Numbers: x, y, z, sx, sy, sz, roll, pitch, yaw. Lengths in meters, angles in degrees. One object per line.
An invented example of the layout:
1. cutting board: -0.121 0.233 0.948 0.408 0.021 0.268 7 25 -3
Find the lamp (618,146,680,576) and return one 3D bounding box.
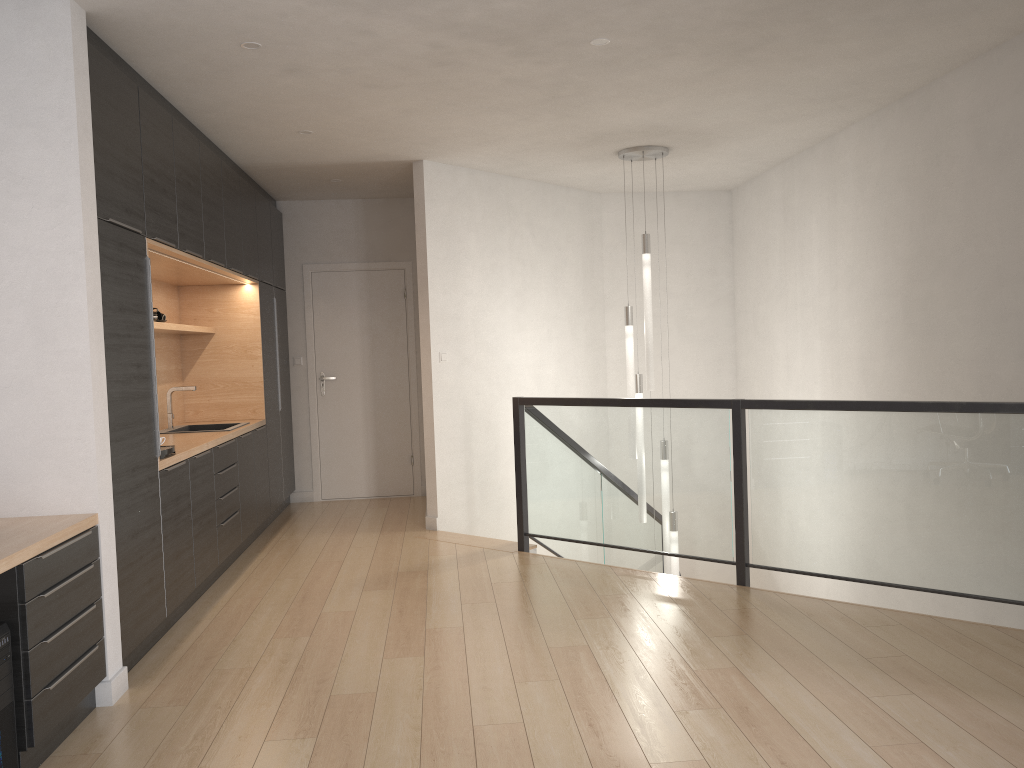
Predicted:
1. lamp: 0.980 -0.820 6.439 0.359 6.725 0.359 -1 3 32

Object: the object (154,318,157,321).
1. object: -2.224 -0.382 5.371 0.145 0.025 0.145 -2 2 9

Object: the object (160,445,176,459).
1. object: -1.995 0.165 4.527 0.584 0.398 0.618 -2 2 -4

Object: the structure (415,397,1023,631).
1. structure: 1.849 2.173 6.089 4.190 4.339 2.823 0 3 40

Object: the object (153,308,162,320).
1. object: -2.277 -0.435 5.624 0.100 0.093 0.066 -2 2 10

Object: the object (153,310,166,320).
1. object: -2.275 -0.443 5.687 0.100 0.093 0.066 -2 2 5

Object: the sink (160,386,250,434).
1. sink: -2.116 0.272 6.054 0.512 0.518 0.626 -2 2 -5

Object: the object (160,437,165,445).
1. object: -1.776 0.294 4.378 0.099 0.057 0.095 -2 2 -2

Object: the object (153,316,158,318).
1. object: -2.223 -0.395 5.373 0.145 0.025 0.145 -2 2 9

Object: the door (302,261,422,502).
1. door: -1.346 -0.022 8.003 0.974 2.136 0.085 -2 2 -5

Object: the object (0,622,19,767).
1. object: -1.775 1.019 2.655 0.474 0.527 0.215 -2 2 -5

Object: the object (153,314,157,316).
1. object: -2.225 -0.407 5.370 0.145 0.025 0.145 -2 2 9

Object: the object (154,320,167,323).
1. object: -2.274 -0.392 5.651 0.145 0.025 0.145 -2 2 -2
